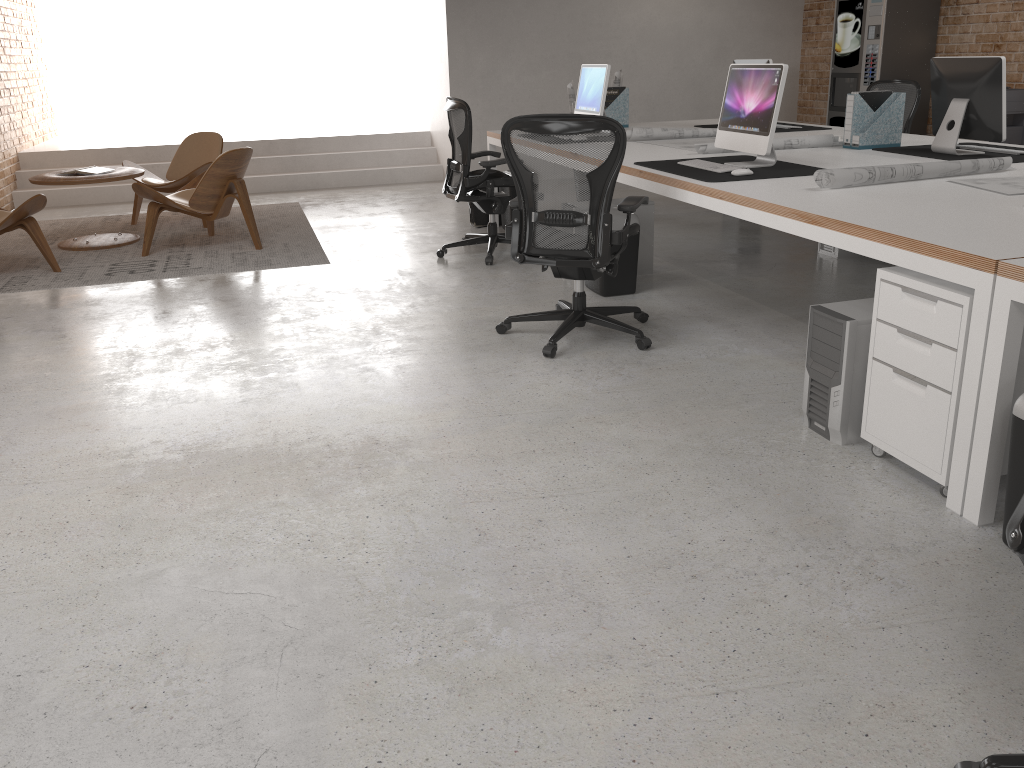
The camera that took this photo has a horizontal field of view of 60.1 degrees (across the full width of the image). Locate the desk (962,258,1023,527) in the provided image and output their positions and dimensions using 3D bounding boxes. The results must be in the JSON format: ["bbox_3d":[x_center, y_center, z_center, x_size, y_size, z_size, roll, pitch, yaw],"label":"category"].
[{"bbox_3d":[3.166,0.723,0.464,2.316,0.758,5.181,-7,21,-15],"label":"desk"}]

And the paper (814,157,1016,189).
[{"bbox_3d":[1.776,-0.926,3.831,1.137,0.081,0.084,-10,21,-21],"label":"paper"}]

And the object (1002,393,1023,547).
[{"bbox_3d":[1.484,0.260,2.284,0.251,0.459,0.343,-7,20,-16],"label":"object"}]

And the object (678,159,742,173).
[{"bbox_3d":[0.970,-1.077,4.372,0.119,0.017,0.445,-7,21,-15],"label":"object"}]

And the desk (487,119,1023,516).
[{"bbox_3d":[1.664,-0.961,5.140,2.316,0.758,5.181,-7,21,-15],"label":"desk"}]

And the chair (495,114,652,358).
[{"bbox_3d":[0.285,-0.757,4.251,0.770,1.069,0.804,1,19,7],"label":"chair"}]

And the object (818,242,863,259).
[{"bbox_3d":[2.360,-1.105,5.924,0.544,0.448,0.224,-7,19,-16],"label":"object"}]

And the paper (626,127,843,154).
[{"bbox_3d":[1.339,-1.538,5.528,0.977,0.104,1.089,-8,21,-18],"label":"paper"}]

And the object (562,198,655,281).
[{"bbox_3d":[0.592,-0.908,5.533,0.542,0.448,0.224,-7,19,-16],"label":"object"}]

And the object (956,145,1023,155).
[{"bbox_3d":[2.561,-1.246,4.702,0.119,0.017,0.445,-7,21,-15],"label":"object"}]

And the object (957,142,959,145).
[{"bbox_3d":[2.471,-1.361,5.001,0.106,0.028,0.060,-8,21,-17],"label":"object"}]

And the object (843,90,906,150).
[{"bbox_3d":[2.066,-1.508,5.055,0.281,0.308,0.152,-7,19,-16],"label":"object"}]

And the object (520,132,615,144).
[{"bbox_3d":[0.475,-1.752,6.275,0.688,0.008,0.860,-8,21,-15],"label":"object"}]

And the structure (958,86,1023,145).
[{"bbox_3d":[4.090,-2.164,7.794,0.504,1.042,1.072,-7,20,-15],"label":"structure"}]

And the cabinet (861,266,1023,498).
[{"bbox_3d":[1.453,-0.032,2.818,0.460,0.638,0.393,-7,19,-16],"label":"cabinet"}]

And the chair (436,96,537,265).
[{"bbox_3d":[-0.168,-1.452,6.169,0.796,1.069,0.778,-13,22,-31],"label":"chair"}]

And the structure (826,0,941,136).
[{"bbox_3d":[3.618,-2.909,8.777,0.639,1.783,0.760,-7,19,-16],"label":"structure"}]

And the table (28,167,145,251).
[{"bbox_3d":[-3.294,-1.384,6.976,0.829,0.562,0.835,-12,22,-27],"label":"table"}]

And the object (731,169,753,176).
[{"bbox_3d":[1.059,-0.974,4.069,0.106,0.028,0.060,-8,21,-17],"label":"object"}]

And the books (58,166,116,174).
[{"bbox_3d":[-3.329,-1.671,6.915,0.350,0.034,0.260,1,20,8],"label":"books"}]

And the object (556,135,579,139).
[{"bbox_3d":[0.366,-1.754,6.252,0.119,0.017,0.445,-7,21,-15],"label":"object"}]

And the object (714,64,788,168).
[{"bbox_3d":[1.183,-1.315,4.338,0.190,0.478,0.490,-7,20,-15],"label":"object"}]

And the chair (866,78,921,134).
[{"bbox_3d":[2.724,-1.765,6.785,0.796,1.069,0.778,-13,22,-31],"label":"chair"}]

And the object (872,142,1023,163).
[{"bbox_3d":[2.455,-1.224,4.689,0.688,0.008,0.860,-7,21,-14],"label":"object"}]

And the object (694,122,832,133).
[{"bbox_3d":[1.845,-1.908,6.588,0.688,0.008,0.860,-7,21,-14],"label":"object"}]

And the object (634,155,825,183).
[{"bbox_3d":[1.081,-1.073,4.388,0.688,0.008,0.860,-7,21,-15],"label":"object"}]

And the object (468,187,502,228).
[{"bbox_3d":[-0.124,-1.536,7.337,0.549,0.423,0.271,-8,20,-17],"label":"object"}]

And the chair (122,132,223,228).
[{"bbox_3d":[-2.876,-1.799,7.799,0.873,0.741,0.863,-17,25,-37],"label":"chair"}]

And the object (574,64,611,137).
[{"bbox_3d":[0.579,-1.992,6.218,0.190,0.478,0.490,-7,20,-15],"label":"object"}]

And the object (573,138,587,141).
[{"bbox_3d":[0.455,-1.651,5.948,0.106,0.028,0.060,-7,21,-15],"label":"object"}]

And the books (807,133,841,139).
[{"bbox_3d":[2.017,-1.604,5.730,0.200,0.023,0.239,4,21,16],"label":"books"}]

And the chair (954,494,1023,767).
[{"bbox_3d":[1.202,0.253,1.444,0.793,1.069,0.782,-4,19,-7],"label":"chair"}]

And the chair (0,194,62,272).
[{"bbox_3d":[-3.636,-1.105,5.983,0.872,0.741,0.864,-15,23,-33],"label":"chair"}]

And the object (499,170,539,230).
[{"bbox_3d":[0.047,-1.447,7.017,0.251,0.459,0.343,-7,20,-16],"label":"object"}]

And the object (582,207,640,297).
[{"bbox_3d":[0.565,-0.771,5.147,0.251,0.459,0.343,-7,20,-16],"label":"object"}]

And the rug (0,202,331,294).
[{"bbox_3d":[-2.996,-1.148,7.114,2.733,0.004,3.038,-8,21,-15],"label":"rug"}]

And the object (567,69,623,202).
[{"bbox_3d":[0.721,-2.069,7.617,0.415,1.192,0.444,-16,23,-36],"label":"object"}]

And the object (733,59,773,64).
[{"bbox_3d":[1.741,-2.109,6.441,0.190,0.478,0.490,-7,20,-15],"label":"object"}]

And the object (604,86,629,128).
[{"bbox_3d":[0.758,-2.169,6.950,0.281,0.308,0.152,-7,19,-16],"label":"object"}]

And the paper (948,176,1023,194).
[{"bbox_3d":[2.089,-0.812,3.594,0.485,0.001,0.435,-5,20,-8],"label":"paper"}]

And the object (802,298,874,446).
[{"bbox_3d":[1.344,-0.064,3.191,0.542,0.448,0.224,-7,19,-16],"label":"object"}]

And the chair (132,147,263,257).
[{"bbox_3d":[-2.405,-1.389,6.650,0.862,0.741,0.874,-17,25,-37],"label":"chair"}]

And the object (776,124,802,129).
[{"bbox_3d":[1.968,-1.911,6.548,0.119,0.017,0.445,-7,21,-15],"label":"object"}]

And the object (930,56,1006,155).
[{"bbox_3d":[2.334,-1.444,4.595,0.190,0.478,0.490,-7,20,-15],"label":"object"}]
